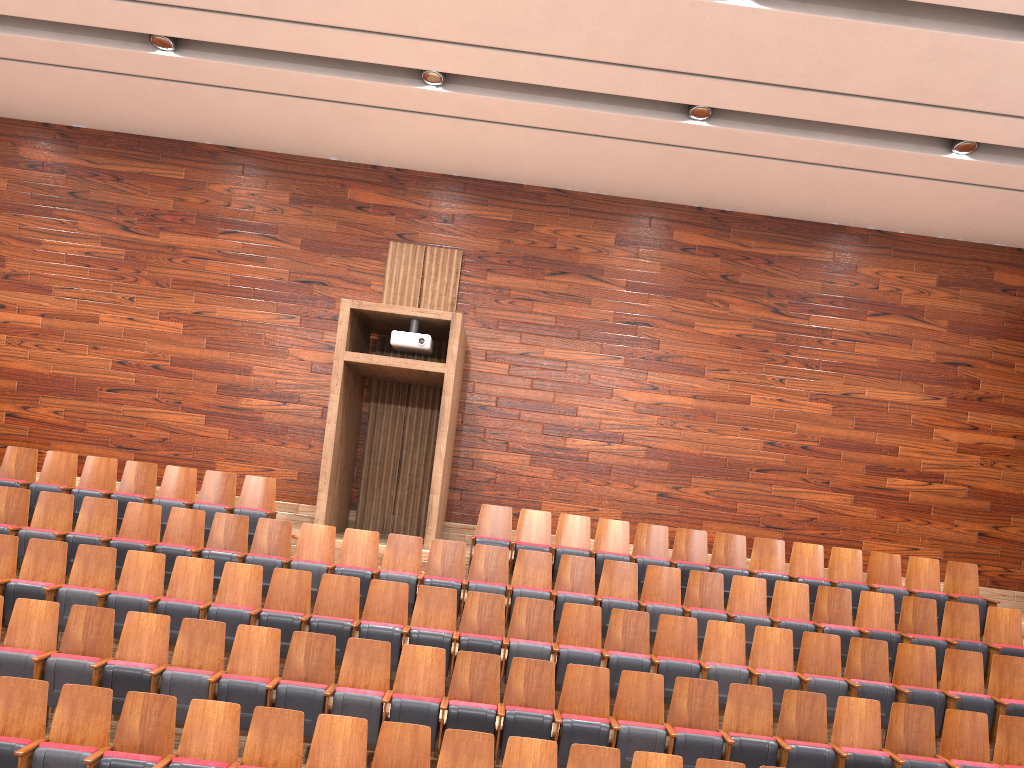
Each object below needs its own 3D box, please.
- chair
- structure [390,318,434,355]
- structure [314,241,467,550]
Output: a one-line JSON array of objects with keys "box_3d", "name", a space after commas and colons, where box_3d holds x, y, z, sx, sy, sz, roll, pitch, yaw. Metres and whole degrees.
[{"box_3d": [-0.144, 0.243, 0.466, 1.183, 0.371, 0.775, 7, -5, -1], "name": "chair"}, {"box_3d": [-0.096, -0.049, 0.859, 0.038, 0.031, 0.041, 7, -4, 0], "name": "structure"}, {"box_3d": [-0.115, 0.000, 0.915, 0.117, 0.328, 0.144, 7, -1, 0], "name": "structure"}]
